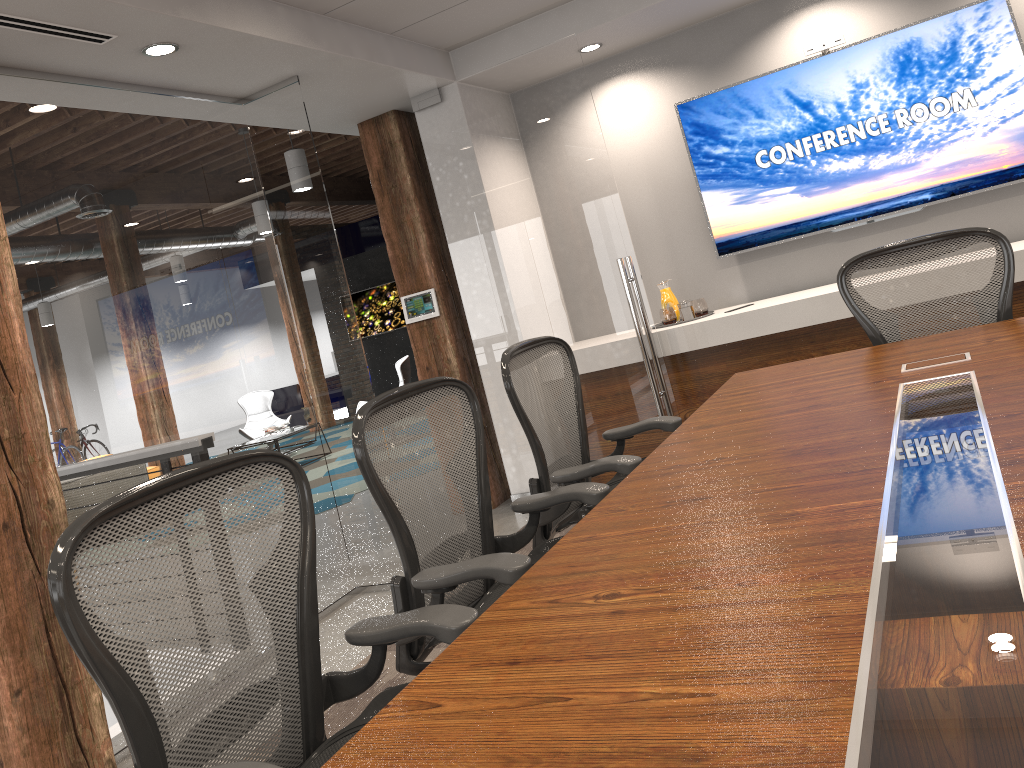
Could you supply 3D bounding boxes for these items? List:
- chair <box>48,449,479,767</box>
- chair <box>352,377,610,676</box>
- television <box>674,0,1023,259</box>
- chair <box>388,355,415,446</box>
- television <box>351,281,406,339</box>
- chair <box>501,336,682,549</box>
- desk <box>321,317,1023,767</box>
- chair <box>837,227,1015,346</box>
[{"bbox_3d":[-0.261,0.647,1.474,0.749,1.102,0.808,-15,-2,19],"label":"chair"},{"bbox_3d":[0.051,0.490,2.248,0.786,1.102,0.771,-15,-2,10],"label":"chair"},{"bbox_3d":[1.984,-1.484,5.099,1.872,1.120,0.065,-13,-4,25],"label":"television"},{"bbox_3d":[-1.487,0.220,10.078,0.803,0.931,0.659,-14,-2,-26],"label":"chair"},{"bbox_3d":[-2.208,-1.238,14.560,1.434,0.805,0.050,-13,-4,25],"label":"television"},{"bbox_3d":[0.422,0.328,2.924,0.744,1.102,0.814,-16,-2,32],"label":"chair"},{"bbox_3d":[0.249,0.802,0.238,1.376,0.759,6.152,-13,5,27],"label":"desk"},{"bbox_3d":[1.533,0.038,2.924,0.764,1.102,0.793,-15,-2,10],"label":"chair"}]
